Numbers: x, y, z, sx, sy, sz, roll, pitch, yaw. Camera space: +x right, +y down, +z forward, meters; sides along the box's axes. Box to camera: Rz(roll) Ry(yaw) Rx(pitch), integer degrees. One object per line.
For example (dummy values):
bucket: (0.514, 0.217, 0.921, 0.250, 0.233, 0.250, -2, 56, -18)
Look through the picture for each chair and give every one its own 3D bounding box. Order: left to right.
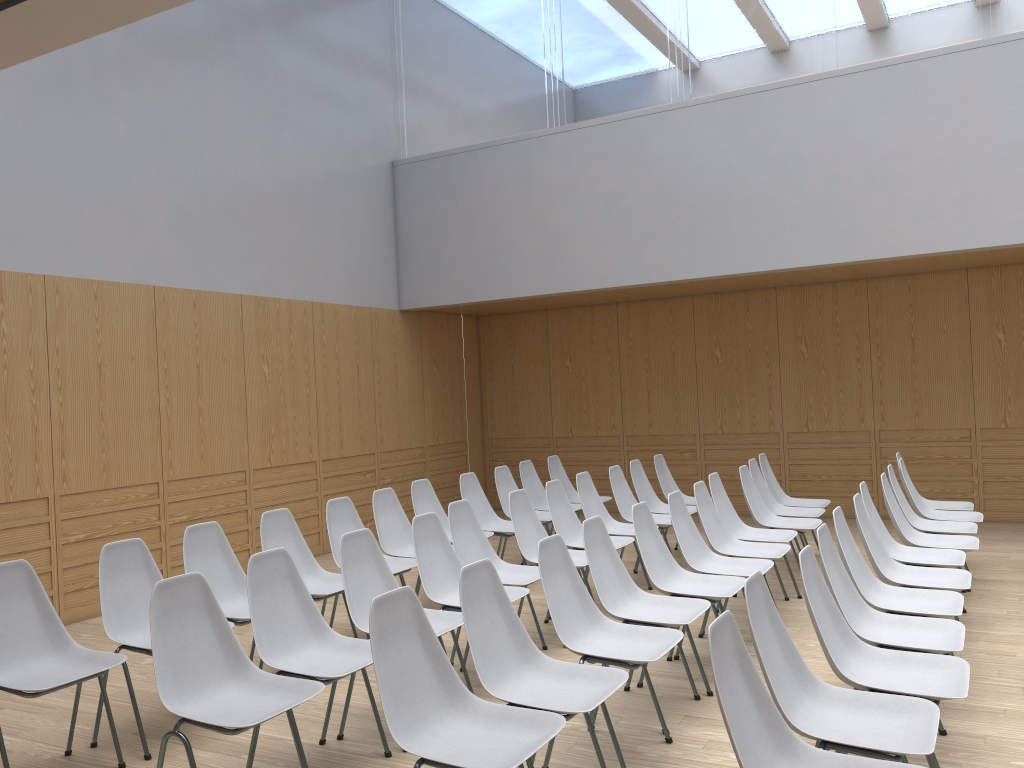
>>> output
chair: (-1.877, 1.167, 3.560, 0.505, 0.876, 0.479, -3, -1, 29)
chair: (-1.587, 1.158, 4.034, 0.505, 0.876, 0.479, -3, -1, 29)
chair: (-0.967, 1.119, 3.084, 0.505, 0.876, 0.479, -3, -1, 29)
chair: (-1.382, 1.153, 4.509, 0.505, 0.876, 0.479, -3, -1, 29)
chair: (-1.116, 1.145, 4.955, 0.505, 0.876, 0.479, -3, -1, 29)
chair: (-0.770, 1.114, 3.546, 0.505, 0.876, 0.479, -3, -1, 29)
chair: (-0.845, 1.137, 5.414, 0.505, 0.876, 0.479, -3, -1, 29)
chair: (-0.486, 1.105, 3.987, 0.505, 0.876, 0.479, -3, -1, 29)
chair: (-0.630, 1.131, 5.847, 0.505, 0.876, 0.479, -3, -1, 29)
chair: (-0.434, 1.127, 6.376, 0.505, 0.876, 0.479, -3, -1, 29)
chair: (-0.138, 1.074, 2.661, 0.505, 0.876, 0.479, -3, -1, 29)
chair: (-0.214, 1.096, 4.465, 0.505, 0.876, 0.479, -3, -1, 29)
chair: (-0.108, 1.115, 6.745, 0.505, 0.876, 0.479, -3, -1, 29)
chair: (-0.068, 1.094, 4.961, 0.505, 0.876, 0.479, -3, -1, 29)
chair: (0.150, 1.107, 7.236, 0.505, 0.876, 0.479, -3, -1, 29)
chair: (0.107, 1.066, 3.067, 0.505, 0.876, 0.479, -3, -1, 29)
chair: (0.357, 1.102, 7.695, 0.505, 0.876, 0.479, -3, -1, 29)
chair: (0.271, 1.082, 5.373, 0.505, 0.876, 0.479, -3, -1, 29)
chair: (0.619, 1.094, 8.136, 0.505, 0.876, 0.479, -3, -1, 29)
chair: (0.514, 1.075, 5.857, 0.505, 0.876, 0.479, -3, -1, 29)
chair: (0.393, 1.058, 3.551, 0.505, 0.876, 0.479, -3, -1, 29)
chair: (0.750, 1.069, 6.331, 0.505, 0.876, 0.479, -3, -1, 29)
chair: (0.612, 1.052, 4.036, 0.505, 0.876, 0.479, -3, -1, 29)
chair: (1.032, 1.060, 6.748, 0.505, 0.876, 0.479, -3, -1, 29)
chair: (1.253, 1.054, 7.210, 0.505, 0.876, 0.479, -3, -1, 29)
chair: (1.524, 1.045, 7.669, 0.505, 0.876, 0.479, -3, -1, 29)
chair: (0.898, 1.043, 4.474, 0.505, 0.876, 0.479, -3, -1, 29)
chair: (1.154, 1.035, 4.886, 0.505, 0.876, 0.479, -3, -1, 29)
chair: (1.389, 1.028, 5.337, 0.505, 0.876, 0.479, -3, -1, 29)
chair: (1.587, 1.023, 5.823, 0.505, 0.876, 0.479, -3, -1, 29)
chair: (1.901, 1.012, 6.254, 0.505, 0.876, 0.479, -3, -1, 29)
chair: (2.104, 1.008, 6.769, 0.505, 0.876, 0.479, -3, -1, 29)
chair: (2.313, 1.003, 7.238, 0.505, 0.876, 0.479, -3, -1, 29)
chair: (0.773, 1.025, 2.161, 0.505, 0.876, 0.479, -3, -1, 29)
chair: (0.988, 1.020, 2.639, 0.505, 0.876, 0.479, -3, -1, 29)
chair: (1.280, 1.009, 3.032, 0.505, 0.876, 0.479, -3, -1, 29)
chair: (1.502, 1.003, 3.497, 0.505, 0.876, 0.479, -3, -1, 29)
chair: (1.735, 0.997, 3.965, 0.505, 0.876, 0.479, -3, -1, 29)
chair: (1.998, 0.989, 4.406, 0.505, 0.876, 0.479, -3, -1, 29)
chair: (2.227, 0.983, 4.910, 0.505, 0.876, 0.479, -3, -1, 29)
chair: (2.510, 0.973, 5.306, 0.505, 0.876, 0.479, -3, -1, 29)
chair: (2.764, 0.966, 5.809, 0.505, 0.876, 0.479, -3, -1, 29)
chair: (3.216, 0.954, 6.722, 0.505, 0.876, 0.479, -3, -1, 29)
chair: (3.021, 0.958, 6.222, 0.505, 0.876, 0.479, -3, -1, 29)

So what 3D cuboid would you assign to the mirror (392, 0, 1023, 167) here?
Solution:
mirror: (6.487, -3.892, 5.735, 17.828, 2.090, 0.253, -3, -1, 29)
